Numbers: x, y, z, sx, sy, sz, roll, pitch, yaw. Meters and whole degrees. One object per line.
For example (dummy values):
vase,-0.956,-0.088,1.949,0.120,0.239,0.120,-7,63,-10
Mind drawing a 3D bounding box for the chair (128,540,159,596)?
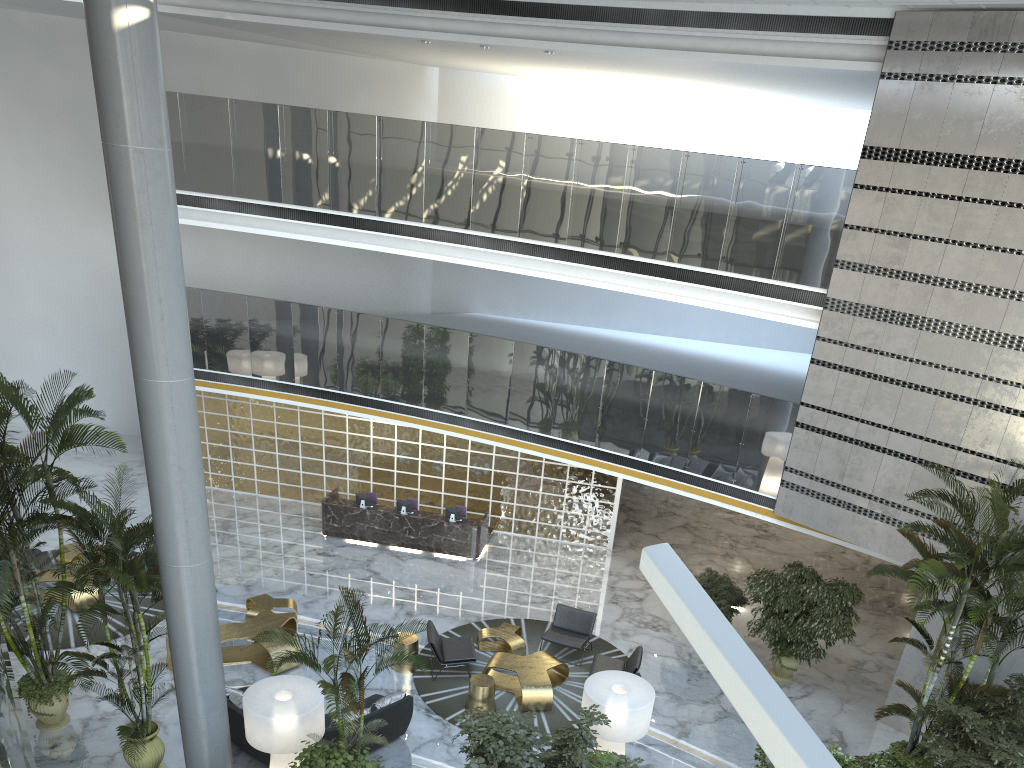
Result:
chair,-6.040,3.019,14.217,0.678,0.747,0.700,20,25,32

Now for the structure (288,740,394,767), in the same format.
structure,-1.694,4.419,8.194,1.572,2.366,1.407,4,23,-2

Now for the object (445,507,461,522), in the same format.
object,-1.134,2.505,16.384,0.289,0.327,0.103,8,25,5

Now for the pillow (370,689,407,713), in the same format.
pillow,-1.623,4.180,11.145,0.601,0.445,0.272,-12,28,-41

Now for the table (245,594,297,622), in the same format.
table,-3.864,3.648,13.771,0.807,0.324,0.821,1,18,-16

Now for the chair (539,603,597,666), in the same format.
chair,0.898,3.998,13.670,0.701,0.747,0.678,13,22,18

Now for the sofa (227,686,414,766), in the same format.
sofa,-2.643,4.274,11.210,1.854,0.788,1.877,20,22,37

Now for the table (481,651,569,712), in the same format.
table,0.248,4.364,12.637,1.382,0.445,1.059,2,18,-15

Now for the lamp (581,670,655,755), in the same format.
lamp,1.195,4.398,10.419,0.842,1.856,0.747,-7,27,-24

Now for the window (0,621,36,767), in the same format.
window,-4.661,1.689,4.674,4.131,8.949,14.062,-18,30,-42

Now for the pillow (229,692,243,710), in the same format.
pillow,-3.256,4.091,10.714,0.602,0.505,0.341,15,25,24

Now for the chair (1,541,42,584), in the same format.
chair,-8.212,2.831,13.964,0.724,0.747,0.654,7,21,4

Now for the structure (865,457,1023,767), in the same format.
structure,5.364,3.171,10.474,2.507,5.173,2.207,-13,30,-34

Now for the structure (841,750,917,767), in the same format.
structure,4.106,4.952,9.799,1.559,1.793,1.318,10,23,12

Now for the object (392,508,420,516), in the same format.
object,-2.067,2.508,16.587,0.506,0.005,0.378,9,16,6

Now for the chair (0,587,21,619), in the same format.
chair,-7.870,3.213,12.749,0.686,0.747,0.693,17,24,27

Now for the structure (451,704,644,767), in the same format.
structure,0.354,4.412,8.660,2.205,2.595,2.130,18,25,29

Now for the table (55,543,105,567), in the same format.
table,-7.355,2.954,14.698,0.756,0.303,0.769,1,18,-16

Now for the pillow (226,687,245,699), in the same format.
pillow,-3.513,4.021,10.945,0.549,0.413,0.254,12,24,16

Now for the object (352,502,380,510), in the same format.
object,-2.863,2.396,16.648,0.506,0.005,0.378,9,16,6

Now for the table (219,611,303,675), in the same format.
table,-3.696,3.865,12.777,1.175,0.475,1.425,20,22,38

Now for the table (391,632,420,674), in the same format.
table,-1.597,4.039,12.907,0.409,0.553,0.430,23,28,37

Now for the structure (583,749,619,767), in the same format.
structure,0.659,4.580,6.891,3.786,3.298,2.841,-6,24,-30

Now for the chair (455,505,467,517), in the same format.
chair,-1.055,2.730,16.872,0.255,0.651,0.311,8,24,8

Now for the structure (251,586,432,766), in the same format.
structure,-1.648,3.561,8.556,1.157,3.840,1.338,19,28,28

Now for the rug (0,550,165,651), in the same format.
rug,-7.189,3.385,13.833,3.552,0.021,3.190,-3,18,-31

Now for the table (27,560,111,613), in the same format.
table,-6.987,3.223,13.633,1.100,0.445,1.334,20,22,38

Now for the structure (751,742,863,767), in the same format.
structure,3.192,4.733,9.477,1.260,2.186,1.218,-3,25,-17

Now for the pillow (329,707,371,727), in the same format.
pillow,-2.054,4.242,10.741,0.605,0.446,0.269,-9,27,-37

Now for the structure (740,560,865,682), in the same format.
structure,4.440,3.770,13.395,1.652,2.197,1.795,0,22,-13

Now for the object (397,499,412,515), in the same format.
object,-2.076,2.373,16.457,0.289,0.327,0.103,8,25,5

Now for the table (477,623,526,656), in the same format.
table,-0.115,4.084,13.744,0.834,0.303,0.699,12,18,19

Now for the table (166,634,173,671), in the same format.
table,-4.764,3.824,12.332,0.409,0.553,0.430,23,28,37

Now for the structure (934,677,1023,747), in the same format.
structure,6.269,4.770,11.503,1.136,1.718,1.249,4,22,-2

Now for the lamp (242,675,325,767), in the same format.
lamp,-2.520,4.182,9.613,0.834,1.856,0.755,7,24,6

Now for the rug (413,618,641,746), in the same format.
rug,0.270,4.463,13.155,3.475,0.021,3.267,10,16,12

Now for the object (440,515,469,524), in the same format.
object,-1.125,2.640,16.515,0.506,0.005,0.378,9,16,6

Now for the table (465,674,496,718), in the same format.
table,-0.430,4.386,12.080,0.417,0.553,0.422,19,26,29

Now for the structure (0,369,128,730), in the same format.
structure,-5.719,1.995,9.970,2.421,5.173,2.290,16,27,24

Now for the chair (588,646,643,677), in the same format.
chair,1.544,4.306,12.845,0.719,0.747,0.660,9,22,9

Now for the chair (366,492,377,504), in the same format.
chair,-2.831,2.481,17.008,0.255,0.651,0.311,8,24,8

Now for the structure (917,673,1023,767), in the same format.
structure,5.616,4.650,10.108,1.763,2.552,1.771,18,26,27

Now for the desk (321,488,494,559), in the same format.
desk,-2.030,2.673,17.154,3.131,0.792,1.447,8,18,5

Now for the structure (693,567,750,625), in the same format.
structure,3.336,3.737,14.364,1.205,1.478,1.046,-8,26,-30

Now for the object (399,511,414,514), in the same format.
object,-2.047,2.486,16.640,0.262,0.012,0.065,8,16,5

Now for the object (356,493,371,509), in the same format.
object,-2.872,2.261,16.517,0.289,0.327,0.103,8,25,5

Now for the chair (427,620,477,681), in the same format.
chair,-0.921,4.001,12.886,0.735,0.747,0.644,2,22,-10

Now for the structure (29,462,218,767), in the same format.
structure,-4.209,2.831,9.534,1.942,4.142,1.558,18,28,26

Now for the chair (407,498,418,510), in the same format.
chair,-2.019,2.595,16.946,0.255,0.651,0.311,8,24,8
